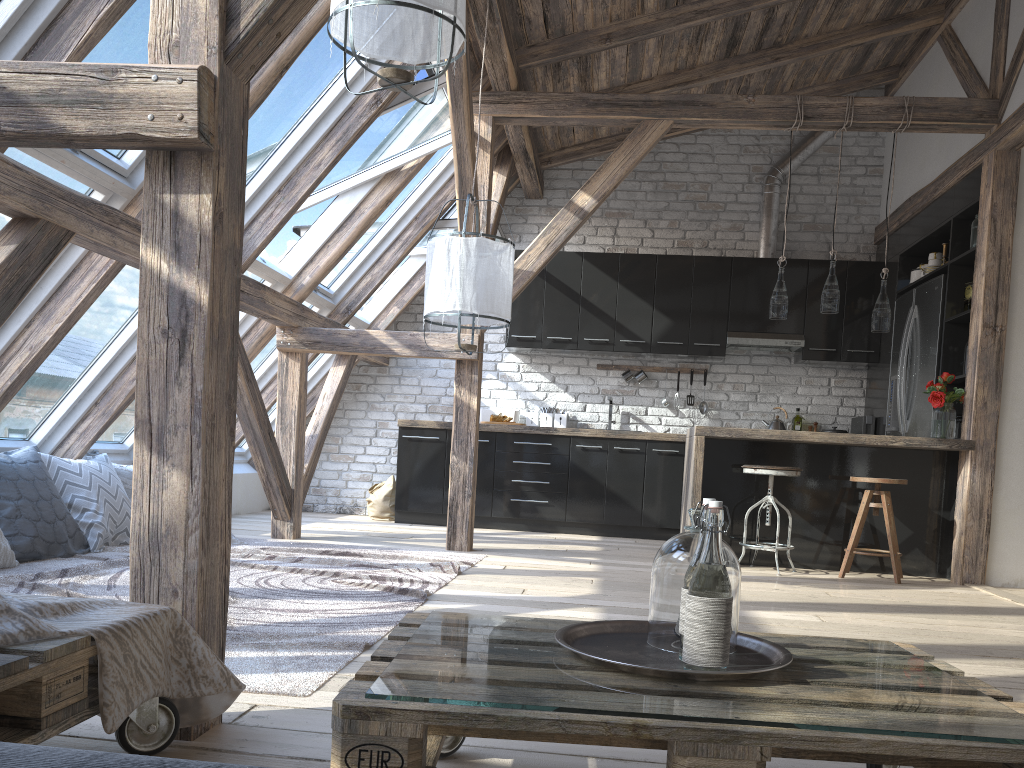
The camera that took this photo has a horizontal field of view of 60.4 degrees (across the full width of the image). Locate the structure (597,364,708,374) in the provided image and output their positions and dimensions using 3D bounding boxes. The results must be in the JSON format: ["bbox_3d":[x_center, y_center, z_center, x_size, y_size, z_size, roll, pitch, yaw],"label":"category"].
[{"bbox_3d":[1.182,-0.128,7.428,0.931,0.046,0.081,3,-3,6],"label":"structure"}]

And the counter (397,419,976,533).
[{"bbox_3d":[0.891,0.757,6.422,3.809,0.853,2.247,3,-4,6],"label":"counter"}]

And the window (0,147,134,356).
[{"bbox_3d":[-2.203,-0.296,3.357,1.095,1.280,0.855,3,0,6],"label":"window"}]

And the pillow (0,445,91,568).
[{"bbox_3d":[-2.357,0.528,3.892,0.467,0.563,1.275,3,-3,7],"label":"pillow"}]

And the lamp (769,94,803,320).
[{"bbox_3d":[1.642,-1.045,5.251,0.108,1.292,0.224,4,2,8],"label":"lamp"}]

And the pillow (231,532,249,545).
[{"bbox_3d":[-1.877,0.818,5.091,0.539,0.242,0.474,6,-4,-42],"label":"pillow"}]

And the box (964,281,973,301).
[{"bbox_3d":[2.914,-0.585,5.553,0.083,0.114,0.082,3,0,-14],"label":"box"}]

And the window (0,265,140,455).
[{"bbox_3d":[-2.108,-0.218,4.271,1.095,1.280,0.855,3,0,6],"label":"window"}]

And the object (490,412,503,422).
[{"bbox_3d":[-0.130,0.272,7.168,0.090,0.087,0.086,4,-1,-17],"label":"object"}]

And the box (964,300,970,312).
[{"bbox_3d":[2.924,-0.469,5.590,0.082,0.114,0.083,3,0,6],"label":"box"}]

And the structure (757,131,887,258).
[{"bbox_3d":[2.539,-1.611,7.179,0.982,1.288,0.169,3,2,6],"label":"structure"}]

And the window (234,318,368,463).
[{"bbox_3d":[-1.822,0.016,7.014,1.095,1.280,0.855,3,0,6],"label":"window"}]

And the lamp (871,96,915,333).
[{"bbox_3d":[2.239,-0.990,5.192,0.109,1.345,0.225,4,2,8],"label":"lamp"}]

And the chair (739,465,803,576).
[{"bbox_3d":[1.542,0.808,5.291,0.352,0.638,0.354,4,1,40],"label":"chair"}]

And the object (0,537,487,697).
[{"bbox_3d":[-1.407,0.815,3.820,2.185,0.056,3.195,3,-5,6],"label":"object"}]

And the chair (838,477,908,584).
[{"bbox_3d":[2.152,0.856,5.219,0.340,0.597,0.341,4,1,26],"label":"chair"}]

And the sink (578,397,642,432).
[{"bbox_3d":[0.800,0.358,7.235,0.525,0.516,0.514,3,-1,6],"label":"sink"}]

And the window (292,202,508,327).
[{"bbox_3d":[-0.827,-1.131,6.864,1.519,1.280,0.855,3,0,6],"label":"window"}]

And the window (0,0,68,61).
[{"bbox_3d":[-1.243,-1.518,2.286,1.095,1.280,0.855,3,0,6],"label":"window"}]

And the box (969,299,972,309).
[{"bbox_3d":[2.911,-0.477,5.504,0.082,0.114,0.083,3,0,16],"label":"box"}]

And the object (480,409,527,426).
[{"bbox_3d":[-0.082,0.280,7.340,0.381,0.134,0.591,4,-4,-5],"label":"object"}]

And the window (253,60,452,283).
[{"bbox_3d":[-1.005,-1.286,5.034,1.405,1.280,0.855,3,0,6],"label":"window"}]

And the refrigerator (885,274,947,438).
[{"bbox_3d":[3.135,0.306,6.173,0.851,1.926,0.941,3,1,6],"label":"refrigerator"}]

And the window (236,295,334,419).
[{"bbox_3d":[-1.917,-0.062,6.099,1.095,1.280,0.855,3,0,6],"label":"window"}]

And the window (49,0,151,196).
[{"bbox_3d":[-1.147,-1.440,3.201,1.095,1.280,0.855,3,0,6],"label":"window"}]

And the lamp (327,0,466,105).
[{"bbox_3d":[-0.300,-1.514,2.531,0.408,1.308,0.398,3,2,-18],"label":"lamp"}]

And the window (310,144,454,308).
[{"bbox_3d":[-0.861,-1.206,5.944,1.095,1.280,0.855,3,0,6],"label":"window"}]

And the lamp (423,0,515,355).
[{"bbox_3d":[-0.161,-1.092,4.030,0.408,1.900,0.397,1,3,-43],"label":"lamp"}]

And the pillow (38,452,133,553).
[{"bbox_3d":[-2.201,0.653,4.982,0.500,0.534,1.158,3,-3,11],"label":"pillow"}]

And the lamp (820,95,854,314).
[{"bbox_3d":[1.933,-1.056,5.228,0.108,1.241,0.239,4,3,18],"label":"lamp"}]

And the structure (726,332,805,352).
[{"bbox_3d":[2.043,-0.345,7.188,0.599,0.104,0.369,3,-4,6],"label":"structure"}]

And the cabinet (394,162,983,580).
[{"bbox_3d":[1.147,-0.056,6.433,4.211,2.515,2.093,3,0,6],"label":"cabinet"}]

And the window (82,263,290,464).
[{"bbox_3d":[-2.012,-0.140,5.185,1.095,1.280,0.855,3,0,6],"label":"window"}]

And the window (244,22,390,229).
[{"bbox_3d":[-1.052,-1.362,4.115,1.095,1.280,0.855,3,0,6],"label":"window"}]
